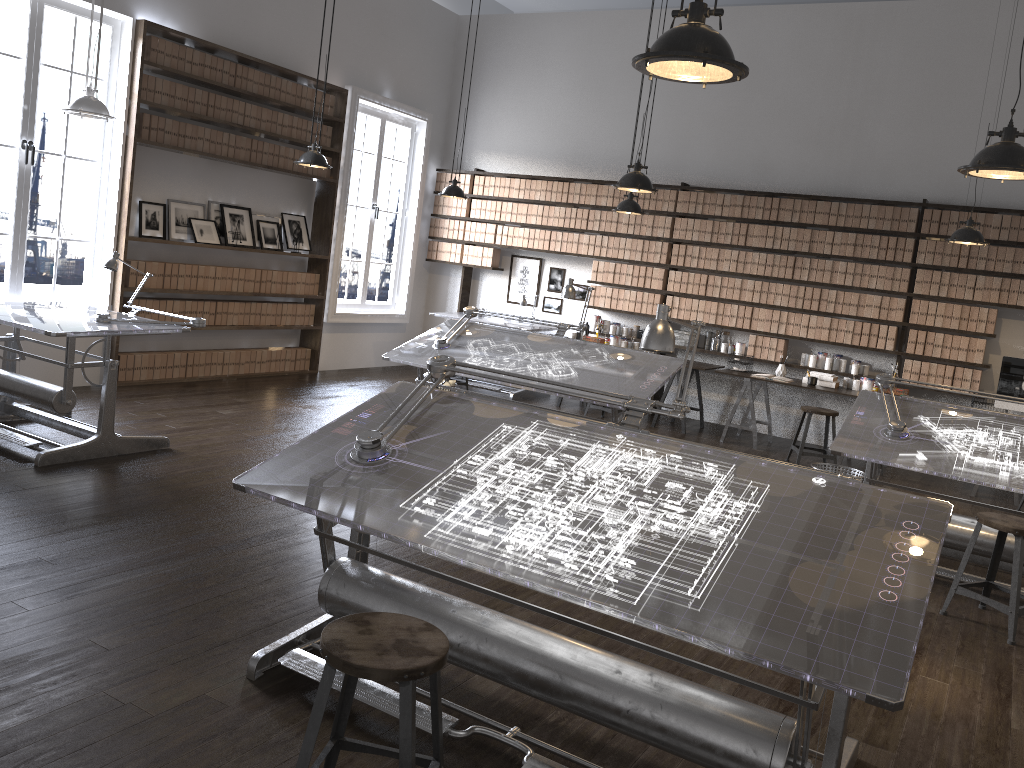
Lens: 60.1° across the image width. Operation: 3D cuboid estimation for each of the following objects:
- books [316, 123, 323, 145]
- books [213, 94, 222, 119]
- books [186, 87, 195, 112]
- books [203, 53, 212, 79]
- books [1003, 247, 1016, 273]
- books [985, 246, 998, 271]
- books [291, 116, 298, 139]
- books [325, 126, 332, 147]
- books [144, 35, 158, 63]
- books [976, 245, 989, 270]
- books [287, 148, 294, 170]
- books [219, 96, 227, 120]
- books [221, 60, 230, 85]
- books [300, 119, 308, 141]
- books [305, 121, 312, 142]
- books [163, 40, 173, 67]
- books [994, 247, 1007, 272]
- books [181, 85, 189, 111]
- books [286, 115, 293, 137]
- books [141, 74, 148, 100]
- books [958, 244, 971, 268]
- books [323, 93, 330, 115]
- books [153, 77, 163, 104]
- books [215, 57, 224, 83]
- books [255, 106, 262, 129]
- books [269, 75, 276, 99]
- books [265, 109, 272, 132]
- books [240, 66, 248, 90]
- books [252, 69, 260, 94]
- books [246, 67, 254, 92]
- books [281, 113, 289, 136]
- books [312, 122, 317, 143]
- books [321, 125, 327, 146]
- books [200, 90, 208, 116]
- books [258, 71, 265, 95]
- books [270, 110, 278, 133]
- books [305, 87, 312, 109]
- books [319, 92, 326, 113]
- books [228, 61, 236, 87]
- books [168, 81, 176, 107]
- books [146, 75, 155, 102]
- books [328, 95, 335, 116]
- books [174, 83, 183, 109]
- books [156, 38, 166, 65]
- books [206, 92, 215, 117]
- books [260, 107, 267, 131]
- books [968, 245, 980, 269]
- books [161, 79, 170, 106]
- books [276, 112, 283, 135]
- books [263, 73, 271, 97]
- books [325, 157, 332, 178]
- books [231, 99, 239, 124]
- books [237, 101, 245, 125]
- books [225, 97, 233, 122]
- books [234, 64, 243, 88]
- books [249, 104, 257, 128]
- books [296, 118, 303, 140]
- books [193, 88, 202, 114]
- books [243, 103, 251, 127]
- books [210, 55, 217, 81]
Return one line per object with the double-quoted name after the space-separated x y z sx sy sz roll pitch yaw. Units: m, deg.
-2.048 -2.571 9.125 0.175 0.225 0.067 11 6 30 "books"
-2.715 -2.496 7.989 0.175 0.224 0.067 11 6 30 "books"
-2.861 -2.479 7.737 0.175 0.224 0.067 11 6 30 "books"
-2.747 -2.800 7.825 0.175 0.225 0.067 11 6 30 "books"
4.368 -1.080 7.774 0.067 0.225 0.175 10 7 29 "books"
4.252 -1.105 7.848 0.067 0.224 0.174 10 7 29 "books"
-2.226 -2.550 8.817 0.175 0.225 0.067 11 6 30 "books"
-1.975 -2.580 9.256 0.175 0.224 0.067 11 6 30 "books"
-3.026 -2.767 7.343 0.175 0.225 0.067 11 6 30 "books"
4.189 -1.117 7.879 0.067 0.224 0.174 10 7 29 "books"
-2.270 -2.244 8.842 0.175 0.224 0.067 11 6 30 "books"
-2.680 -2.500 8.044 0.175 0.224 0.067 11 6 30 "books"
-2.643 -2.812 8.006 0.175 0.224 0.067 11 6 30 "books"
-2.161 -2.559 8.940 0.175 0.224 0.067 11 6 30 "books"
-2.122 -2.563 8.999 0.175 0.224 0.067 11 6 30 "books"
-2.957 -2.776 7.470 0.175 0.224 0.067 11 6 30 "books"
4.313 -1.092 7.813 0.067 0.224 0.175 10 7 29 "books"
-2.896 -2.475 7.676 0.175 0.224 0.067 11 6 30 "books"
-2.263 -2.548 8.762 0.175 0.224 0.067 11 6 30 "books"
-3.103 -2.452 7.322 0.175 0.224 0.067 11 6 30 "books"
4.064 -1.143 7.951 0.067 0.225 0.175 10 7 29 "books"
-1.978 -2.889 9.159 0.175 0.224 0.067 11 6 30 "books"
-3.028 -2.459 7.440 0.175 0.225 0.067 11 6 30 "books"
-2.682 -2.809 7.947 0.175 0.224 0.067 11 6 30 "books"
-2.470 -2.524 8.406 0.175 0.224 0.067 11 6 30 "books"
-2.357 -2.845 8.502 0.175 0.224 0.067 11 6 30 "books"
-2.404 -2.532 8.525 0.175 0.224 0.067 11 6 30 "books"
-2.537 -2.825 8.199 0.175 0.224 0.067 11 6 30 "books"
-2.464 -2.833 8.317 0.175 0.224 0.067 11 6 30 "books"
-2.498 -2.828 8.252 0.175 0.224 0.067 11 6 30 "books"
-2.293 -2.543 8.707 0.175 0.224 0.067 11 6 30 "books"
-2.090 -2.568 9.063 0.175 0.224 0.067 11 6 30 "books"
-2.015 -2.576 9.192 0.175 0.224 0.067 11 6 30 "books"
-2.790 -2.488 7.860 0.175 0.224 0.067 11 6 30 "books"
-2.433 -2.838 8.379 0.175 0.224 0.067 11 6 30 "books"
-2.367 -2.536 8.584 0.175 0.224 0.067 11 6 30 "books"
-2.110 -2.873 8.926 0.175 0.224 0.067 11 6 30 "books"
-2.013 -2.885 9.097 0.175 0.224 0.067 11 6 30 "books"
-2.612 -2.817 8.070 0.175 0.224 0.067 11 6 30 "books"
-2.963 -2.467 7.559 0.175 0.224 0.067 11 6 30 "books"
-3.066 -2.456 7.382 0.175 0.224 0.067 11 6 30 "books"
-1.939 -2.893 9.218 0.175 0.224 0.067 11 6 30 "books"
-2.925 -2.470 7.615 0.175 0.225 0.067 11 6 30 "books"
-2.990 -2.772 7.406 0.175 0.224 0.067 11 6 30 "books"
-2.747 -2.491 7.922 0.175 0.225 0.067 11 6 30 "books"
-2.433 -2.527 8.461 0.175 0.225 0.067 11 6 30 "books"
4.131 -1.130 7.919 0.067 0.224 0.175 10 7 29 "books"
-2.993 -2.463 7.504 0.175 0.224 0.067 11 6 30 "books"
-2.328 -2.539 8.643 0.175 0.225 0.067 11 6 30 "books"
-2.396 -2.841 8.438 0.175 0.224 0.067 11 6 30 "books"
-1.993 -2.276 9.322 0.175 0.224 0.067 11 6 30 "books"
-2.608 -2.507 8.159 0.175 0.224 0.067 11 6 30 "books"
-2.574 -2.511 8.224 0.175 0.224 0.067 11 6 30 "books"
-2.644 -2.502 8.097 0.175 0.225 0.067 11 6 30 "books"
-2.569 -2.820 8.132 0.175 0.225 0.067 11 6 30 "books"
-2.501 -2.520 8.351 0.175 0.224 0.067 11 6 30 "books"
-2.197 -2.555 8.879 0.175 0.224 0.067 11 6 30 "books"
-2.821 -2.483 7.796 0.175 0.224 0.067 11 6 30 "books"
-2.535 -2.515 8.287 0.175 0.225 0.067 11 6 30 "books"
-2.718 -2.805 7.886 0.175 0.224 0.067 11 6 30 "books"
